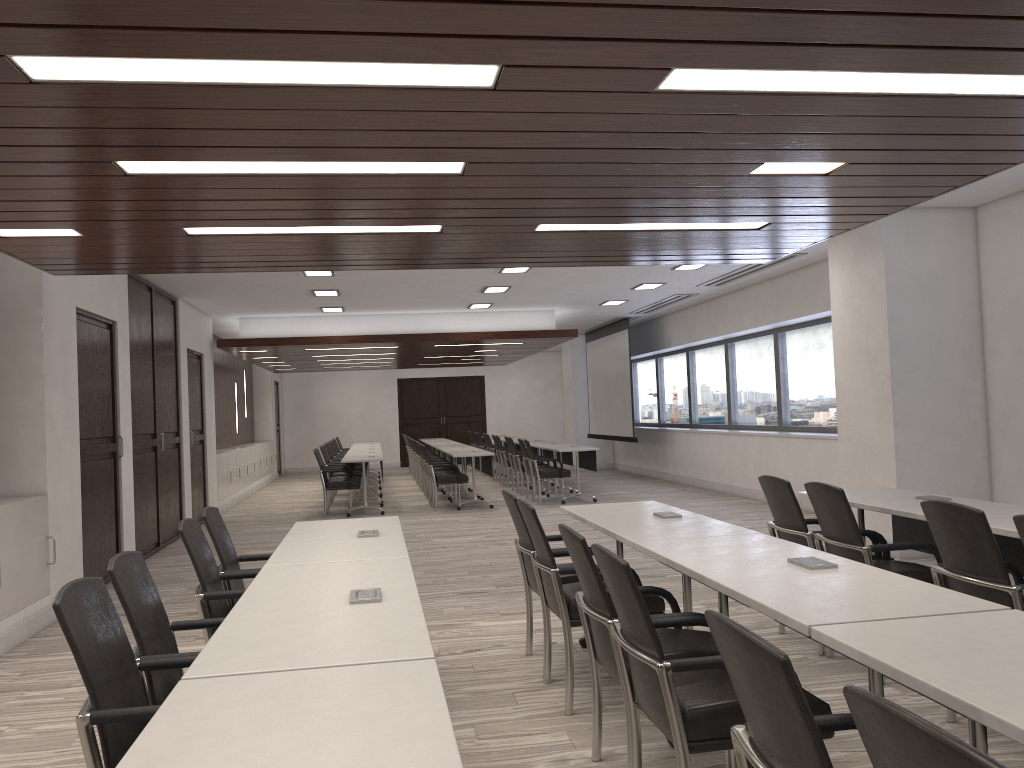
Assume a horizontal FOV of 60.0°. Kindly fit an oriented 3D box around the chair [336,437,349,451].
[{"bbox_3d":[-3.629,1.651,19.957,0.638,0.939,0.513,-2,-2,-9],"label":"chair"}]

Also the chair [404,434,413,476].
[{"bbox_3d":[-2.125,1.595,20.201,0.638,0.939,0.513,-2,-2,-9],"label":"chair"}]

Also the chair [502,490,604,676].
[{"bbox_3d":[0.287,1.020,4.734,0.638,0.939,0.513,-2,-2,-10],"label":"chair"}]

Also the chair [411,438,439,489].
[{"bbox_3d":[-1.515,1.447,16.199,0.638,0.939,0.513,-2,-2,-8],"label":"chair"}]

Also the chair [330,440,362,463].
[{"bbox_3d":[-3.237,1.558,17.471,0.638,0.939,0.513,-2,-2,-10],"label":"chair"}]

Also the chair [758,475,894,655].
[{"bbox_3d":[1.756,0.965,4.961,0.638,0.939,0.513,-2,-2,-9],"label":"chair"}]

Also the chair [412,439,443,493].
[{"bbox_3d":[-1.432,1.428,15.689,0.638,0.939,0.513,-2,-2,-9],"label":"chair"}]

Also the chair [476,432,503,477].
[{"bbox_3d":[-0.428,1.484,18.923,0.638,0.939,0.513,-2,-2,-10],"label":"chair"}]

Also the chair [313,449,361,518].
[{"bbox_3d":[-2.449,1.372,12.447,0.638,0.939,0.513,-2,-2,-8],"label":"chair"}]

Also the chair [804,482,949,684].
[{"bbox_3d":[1.853,0.945,4.449,0.638,0.939,0.513,-2,-2,-9],"label":"chair"}]

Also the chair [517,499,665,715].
[{"bbox_3d":[0.366,1.001,4.213,0.638,0.939,0.513,-2,-2,-10],"label":"chair"}]

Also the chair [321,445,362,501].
[{"bbox_3d":[-2.773,1.447,14.478,0.638,0.939,0.513,-2,-2,-8],"label":"chair"}]

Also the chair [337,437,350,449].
[{"bbox_3d":[-3.713,1.670,20.474,0.638,0.939,0.513,-2,-2,-9],"label":"chair"}]

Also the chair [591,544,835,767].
[{"bbox_3d":[0.594,0.945,2.705,0.638,0.939,0.513,-2,-2,-9],"label":"chair"}]

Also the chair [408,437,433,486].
[{"bbox_3d":[-1.671,1.484,17.193,0.638,0.939,0.513,-2,-2,-9],"label":"chair"}]

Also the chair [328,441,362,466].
[{"bbox_3d":[-3.171,1.540,16.950,0.638,0.939,0.513,-2,-2,-9],"label":"chair"}]

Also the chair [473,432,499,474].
[{"bbox_3d":[-0.509,1.503,19.450,0.638,0.939,0.513,-2,-2,-9],"label":"chair"}]

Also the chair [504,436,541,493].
[{"bbox_3d":[0.211,1.335,14.942,0.638,0.939,0.513,-2,-2,-10],"label":"chair"}]

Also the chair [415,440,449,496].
[{"bbox_3d":[-1.267,1.391,14.701,0.638,0.939,0.513,-2,-2,-9],"label":"chair"}]

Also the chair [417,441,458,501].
[{"bbox_3d":[-1.188,1.372,14.188,0.638,0.939,0.513,-2,-2,-10],"label":"chair"}]

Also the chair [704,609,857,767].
[{"bbox_3d":[0.745,0.909,1.731,0.638,0.939,0.513,-2,-2,-8],"label":"chair"}]

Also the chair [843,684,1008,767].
[{"bbox_3d":[0.846,0.889,1.210,0.638,0.939,0.513,-2,-2,-10],"label":"chair"}]

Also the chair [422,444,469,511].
[{"bbox_3d":[-0.955,1.316,12.683,0.638,0.939,0.513,-2,-2,-9],"label":"chair"}]

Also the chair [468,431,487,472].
[{"bbox_3d":[-0.664,1.540,20.427,0.638,0.939,0.513,-2,-2,-8],"label":"chair"}]

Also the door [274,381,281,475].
[{"bbox_3d":[-5.817,1.089,21.791,0.200,2.323,1.163,-2,-2,-9],"label":"door"}]

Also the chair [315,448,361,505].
[{"bbox_3d":[-2.538,1.391,12.962,0.638,0.939,0.513,-2,-2,-10],"label":"chair"}]

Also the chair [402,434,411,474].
[{"bbox_3d":[-2.221,1.614,20.710,0.638,0.939,0.513,-2,-2,-10],"label":"chair"}]

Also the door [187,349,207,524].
[{"bbox_3d":[-4.259,0.719,11.837,0.200,2.323,1.163,-2,-2,-9],"label":"door"}]

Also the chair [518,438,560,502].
[{"bbox_3d":[0.430,1.280,13.435,0.638,0.939,0.513,-2,-2,-9],"label":"chair"}]

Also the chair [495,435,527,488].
[{"bbox_3d":[0.042,1.372,15.918,0.638,0.939,0.513,-2,-2,-8],"label":"chair"}]

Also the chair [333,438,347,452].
[{"bbox_3d":[-3.484,1.615,18.974,0.638,0.939,0.513,-2,-2,-9],"label":"chair"}]

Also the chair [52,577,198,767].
[{"bbox_3d":[-0.889,1.001,2.473,0.638,0.939,0.513,-2,-2,-9],"label":"chair"}]

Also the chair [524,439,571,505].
[{"bbox_3d":[0.510,1.261,12.918,0.638,0.939,0.513,-2,-2,-8],"label":"chair"}]

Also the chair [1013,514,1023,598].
[{"bbox_3d":[2.088,0.890,2.949,0.638,0.939,0.513,-2,-2,-9],"label":"chair"}]

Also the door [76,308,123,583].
[{"bbox_3d":[-3.600,0.562,7.621,0.200,2.323,1.163,-2,-2,-9],"label":"door"}]

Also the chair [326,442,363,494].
[{"bbox_3d":[-3.007,1.503,15.957,0.638,0.939,0.513,-2,-2,-9],"label":"chair"}]

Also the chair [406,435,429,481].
[{"bbox_3d":[-1.901,1.539,18.699,0.638,0.939,0.513,-2,-2,-9],"label":"chair"}]

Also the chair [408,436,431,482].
[{"bbox_3d":[-1.742,1.503,17.712,0.638,0.939,0.513,-2,-2,-9],"label":"chair"}]

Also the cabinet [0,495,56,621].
[{"bbox_3d":[-2.890,1.010,2.570,0.476,0.698,7.540,-2,-2,-9],"label":"cabinet"}]

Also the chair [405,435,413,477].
[{"bbox_3d":[-1.974,1.558,19.213,0.638,0.939,0.513,-2,-2,-8],"label":"chair"}]

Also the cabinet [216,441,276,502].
[{"bbox_3d":[-5.119,1.539,16.821,0.476,0.698,7.540,-2,-2,-9],"label":"cabinet"}]

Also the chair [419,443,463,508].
[{"bbox_3d":[-1.050,1.336,13.208,0.638,0.939,0.513,-2,-2,-10],"label":"chair"}]

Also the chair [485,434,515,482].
[{"bbox_3d":[-0.182,1.428,17.420,0.638,0.939,0.513,-2,-2,-9],"label":"chair"}]

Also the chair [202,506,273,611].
[{"bbox_3d":[-1.216,1.077,4.497,0.638,0.939,0.513,-2,-2,-9],"label":"chair"}]

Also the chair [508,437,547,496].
[{"bbox_3d":[0.274,1.317,14.424,0.638,0.939,0.513,-2,-2,-8],"label":"chair"}]

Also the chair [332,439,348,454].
[{"bbox_3d":[-3.402,1.596,18.455,0.638,0.939,0.513,-2,-2,-10],"label":"chair"}]

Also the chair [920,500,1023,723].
[{"bbox_3d":[2.002,0.909,3.465,0.638,0.939,0.513,-2,-2,-9],"label":"chair"}]

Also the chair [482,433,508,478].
[{"bbox_3d":[-0.257,1.447,17.940,0.638,0.939,0.513,-2,-2,-10],"label":"chair"}]

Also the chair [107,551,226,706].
[{"bbox_3d":[-0.984,1.021,2.984,0.638,0.939,0.513,-2,-2,-10],"label":"chair"}]

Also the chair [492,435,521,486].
[{"bbox_3d":[-0.038,1.391,16.436,0.638,0.939,0.513,-2,-2,-8],"label":"chair"}]

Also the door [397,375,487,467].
[{"bbox_3d":[-1.839,0.975,23.590,2.329,2.323,0.200,-2,-2,-9],"label":"door"}]

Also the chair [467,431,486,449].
[{"bbox_3d":[-0.736,1.559,20.943,0.638,0.939,0.513,-2,-2,-9],"label":"chair"}]

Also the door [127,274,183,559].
[{"bbox_3d":[-3.942,0.358,9.740,0.200,2.889,2.327,-2,-2,-9],"label":"door"}]

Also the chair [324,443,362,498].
[{"bbox_3d":[-2.933,1.484,15.443,0.638,0.939,0.513,-2,-2,-8],"label":"chair"}]

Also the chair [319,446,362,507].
[{"bbox_3d":[-2.691,1.428,13.952,0.638,0.939,0.513,-2,-2,-9],"label":"chair"}]

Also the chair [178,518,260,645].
[{"bbox_3d":[-1.133,1.057,3.974,0.638,0.939,0.513,-2,-2,-10],"label":"chair"}]

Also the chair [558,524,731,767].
[{"bbox_3d":[0.515,0.965,3.222,0.638,0.939,0.513,-2,-2,-9],"label":"chair"}]
